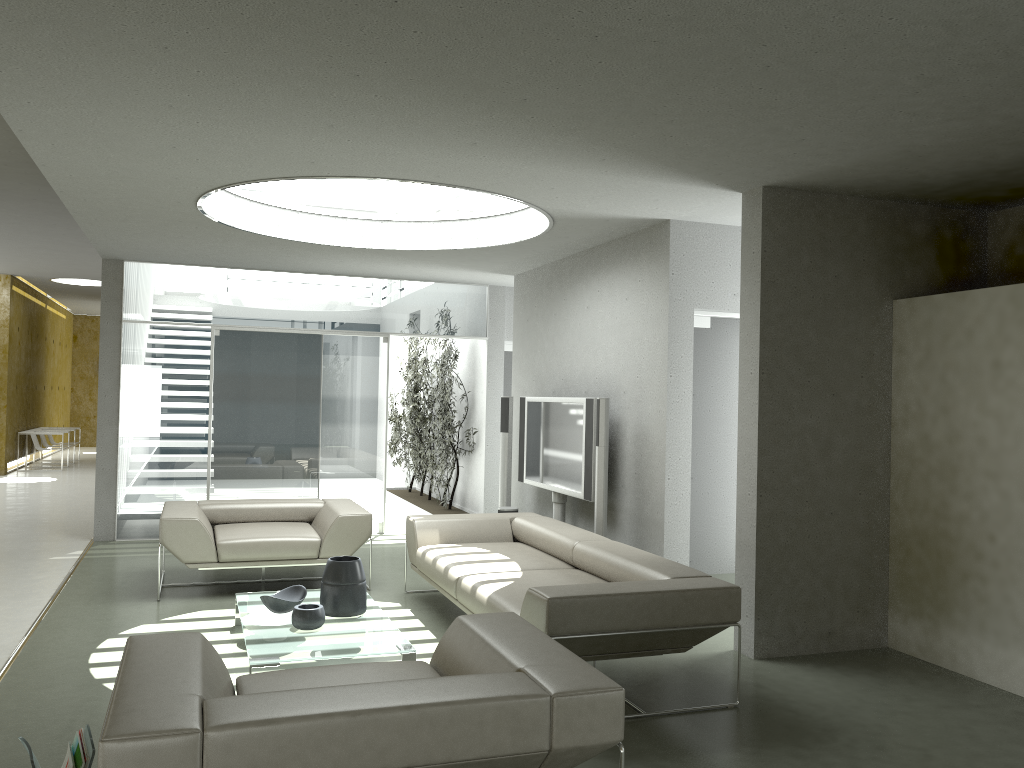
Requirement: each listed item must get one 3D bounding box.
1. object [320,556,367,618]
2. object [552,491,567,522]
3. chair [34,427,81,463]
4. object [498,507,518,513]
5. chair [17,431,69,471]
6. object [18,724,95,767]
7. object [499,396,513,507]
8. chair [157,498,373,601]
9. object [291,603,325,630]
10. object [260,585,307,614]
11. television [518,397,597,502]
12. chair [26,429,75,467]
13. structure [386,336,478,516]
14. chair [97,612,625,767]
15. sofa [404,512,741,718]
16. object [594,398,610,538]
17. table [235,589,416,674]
[{"bbox_3d":[-0.965,1.156,5.086,0.265,0.309,0.265,2,-1,-37],"label":"object"},{"bbox_3d":[0.324,1.234,7.341,0.323,0.689,0.882,2,-1,-20],"label":"object"},{"bbox_3d":[-8.946,1.201,17.471,0.710,0.667,0.800,2,-1,-20],"label":"chair"},{"bbox_3d":[-0.043,1.350,8.014,0.175,0.461,0.185,2,-1,-25],"label":"object"},{"bbox_3d":[-8.369,1.187,15.859,0.710,0.667,0.800,2,-1,-20],"label":"chair"},{"bbox_3d":[-1.503,1.319,2.916,0.216,0.288,0.329,2,-1,-30],"label":"object"},{"bbox_3d":[-0.057,0.852,8.426,0.310,1.469,0.310,1,-1,7],"label":"object"},{"bbox_3d":[-1.901,1.227,6.807,1.481,0.583,1.039,2,-1,-20],"label":"chair"},{"bbox_3d":[-1.088,1.246,4.740,0.177,0.113,0.177,2,-1,-39],"label":"object"},{"bbox_3d":[-1.306,1.241,5.071,0.223,0.125,0.317,1,-1,17],"label":"object"},{"bbox_3d":[0.392,0.501,7.372,0.127,0.781,1.603,2,-1,-20],"label":"television"},{"bbox_3d":[-8.658,1.194,16.665,0.710,0.667,0.800,2,-1,-20],"label":"chair"},{"bbox_3d":[-1.166,0.315,11.316,0.646,2.589,3.371,2,-1,-20],"label":"structure"},{"bbox_3d":[-0.521,1.195,2.947,1.481,0.583,1.039,2,-1,-20],"label":"chair"},{"bbox_3d":[0.148,1.248,5.389,1.037,0.585,2.791,2,-1,-20],"label":"sofa"},{"bbox_3d":[0.634,0.833,6.296,0.310,1.469,0.310,2,-1,-43],"label":"object"},{"bbox_3d":[-1.098,1.406,4.946,0.790,0.200,1.500,2,-1,-20],"label":"table"}]
